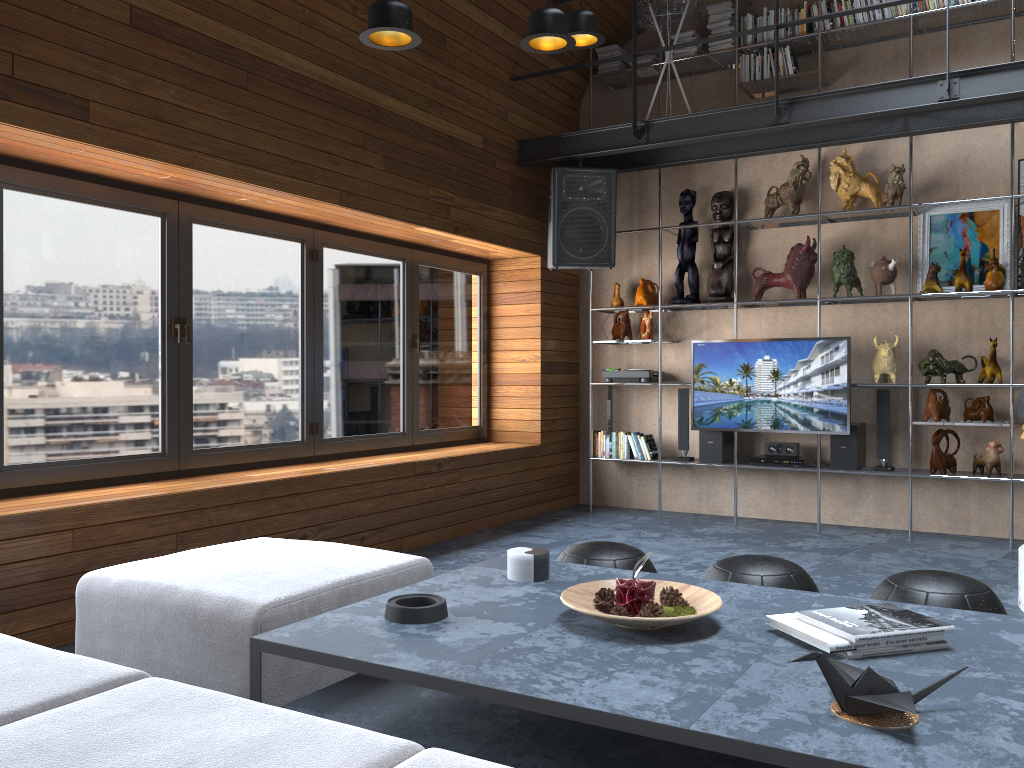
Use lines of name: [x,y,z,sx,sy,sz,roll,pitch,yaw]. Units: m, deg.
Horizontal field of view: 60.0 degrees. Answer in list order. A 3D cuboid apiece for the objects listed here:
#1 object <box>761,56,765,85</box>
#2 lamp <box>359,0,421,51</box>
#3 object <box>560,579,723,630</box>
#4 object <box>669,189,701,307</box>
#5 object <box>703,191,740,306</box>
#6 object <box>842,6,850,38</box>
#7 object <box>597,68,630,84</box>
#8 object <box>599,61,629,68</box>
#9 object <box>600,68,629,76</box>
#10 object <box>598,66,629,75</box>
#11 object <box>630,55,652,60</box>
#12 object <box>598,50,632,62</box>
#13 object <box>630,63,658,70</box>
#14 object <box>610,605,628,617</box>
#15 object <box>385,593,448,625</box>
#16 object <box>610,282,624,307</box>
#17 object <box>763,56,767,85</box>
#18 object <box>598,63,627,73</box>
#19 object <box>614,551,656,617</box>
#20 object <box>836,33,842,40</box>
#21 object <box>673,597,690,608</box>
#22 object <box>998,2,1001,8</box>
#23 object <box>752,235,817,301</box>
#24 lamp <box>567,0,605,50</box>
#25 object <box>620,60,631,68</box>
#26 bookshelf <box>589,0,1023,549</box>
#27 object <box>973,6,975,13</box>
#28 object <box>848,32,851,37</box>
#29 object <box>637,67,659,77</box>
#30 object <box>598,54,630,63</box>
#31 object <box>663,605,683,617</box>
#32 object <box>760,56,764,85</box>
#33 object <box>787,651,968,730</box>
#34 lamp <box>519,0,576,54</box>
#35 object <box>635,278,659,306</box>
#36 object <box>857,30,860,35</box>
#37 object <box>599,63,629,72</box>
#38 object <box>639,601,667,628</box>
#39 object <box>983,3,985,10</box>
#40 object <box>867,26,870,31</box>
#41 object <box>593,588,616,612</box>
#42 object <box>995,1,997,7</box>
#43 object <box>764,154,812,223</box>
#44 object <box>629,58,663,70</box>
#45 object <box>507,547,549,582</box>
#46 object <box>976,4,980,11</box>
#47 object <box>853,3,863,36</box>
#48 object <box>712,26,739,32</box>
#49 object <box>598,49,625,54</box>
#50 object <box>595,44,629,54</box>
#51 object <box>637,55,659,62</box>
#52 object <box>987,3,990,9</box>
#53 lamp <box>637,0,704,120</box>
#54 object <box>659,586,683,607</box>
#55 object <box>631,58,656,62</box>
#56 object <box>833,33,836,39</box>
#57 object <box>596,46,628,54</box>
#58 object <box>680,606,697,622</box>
object: [1.769,-2.199,6.223,0.011,0.175,0.111,0,0,31]
lamp: [-0.415,-2.178,3.024,0.210,2.003,0.210,0,0,-22]
object: [0.318,0.556,2.192,0.395,0.061,0.395,0,0,23]
object: [1.287,-1.019,6.588,0.244,0.879,0.244,0,0,-31]
object: [1.528,-0.996,6.470,0.237,0.840,0.305,0,0,33]
object: [2.261,-2.447,5.994,0.042,0.180,0.131,0,0,30]
object: [0.789,-2.376,6.847,0.176,0.025,0.234,0,0,31]
object: [0.795,-2.447,6.854,0.167,0.017,0.224,0,0,31]
object: [0.796,-2.394,6.859,0.161,0.013,0.216,0,0,31]
object: [0.788,-2.407,6.863,0.161,0.013,0.218,0,0,31]
object: [1.005,-2.448,6.710,0.161,0.013,0.203,0,0,31]
object: [0.798,-2.502,6.833,0.180,0.028,0.252,0,0,31]
object: [1.016,-2.381,6.730,0.159,0.012,0.226,0,0,31]
object: [0.253,0.545,2.103,0.044,0.042,0.042,0,0,30]
object: [-0.242,0.567,2.242,0.160,0.040,0.160,0,0,8]
object: [0.819,-0.684,6.841,0.107,0.209,0.233,0,0,18]
object: [1.782,-2.200,6.226,0.009,0.177,0.112,0,0,31]
object: [0.787,-2.420,6.846,0.159,0.012,0.243,0,0,31]
object: [0.300,0.496,2.180,0.105,0.172,0.118,0,0,-7]
object: [2.201,-2.474,6.033,0.061,0.235,0.140,0,0,30]
object: [0.419,0.549,2.194,0.043,0.042,0.042,0,0,34]
object: [3.007,-2.475,5.510,0.061,0.235,0.140,0,0,30]
object: [1.899,-0.792,6.162,0.462,0.440,0.219,0,0,31]
lamp: [0.305,-2.296,3.906,0.210,1.565,0.210,0,0,-22]
object: [0.801,-2.464,6.836,0.182,0.016,0.246,0,0,31]
bookshelf: [5.309,-2.106,4.229,10.738,6.219,0.421,0,0,31]
object: [2.894,-2.466,5.588,0.053,0.214,0.153,0,0,31]
object: [2.261,-2.448,5.994,0.041,0.177,0.127,0,0,30]
object: [1.011,-2.368,6.714,0.161,0.012,0.201,0,0,31]
object: [0.800,-2.479,6.836,0.182,0.016,0.246,0,0,31]
object: [0.383,0.559,2.156,0.073,0.034,0.081,0,0,19]
object: [1.762,-2.199,6.231,0.009,0.178,0.112,0,0,31]
object: [0.657,0.532,1.590,0.240,0.117,0.250,0,0,39]
lamp: [0.134,-2.226,3.309,0.210,1.911,0.210,0,0,-22]
object: [1.036,-0.684,6.716,0.138,0.222,0.278,0,0,41]
object: [2.312,-2.447,5.963,0.041,0.177,0.127,0,0,30]
object: [0.790,-2.432,6.862,0.161,0.012,0.216,0,0,31]
object: [0.330,0.544,2.087,0.064,0.062,0.061,0,0,-28]
object: [2.931,-2.466,5.556,0.050,0.212,0.130,0,0,30]
object: [2.345,-2.456,5.889,0.044,0.196,0.124,0,0,31]
object: [0.237,0.542,2.226,0.060,0.062,0.062,0,0,-9]
object: [2.992,-2.458,5.517,0.047,0.187,0.135,0,0,31]
object: [1.935,-1.366,6.226,0.328,0.442,0.207,0,0,24]
object: [1.023,-2.401,6.722,0.176,0.025,0.262,0,0,31]
object: [0.049,0.543,2.671,0.126,0.081,0.126,0,0,3]
object: [2.907,-2.458,5.571,0.053,0.202,0.120,0,0,31]
object: [2.328,-2.457,5.965,0.047,0.201,0.137,0,0,30]
object: [1.557,-2.532,6.411,0.161,0.013,0.217,0,0,31]
object: [0.790,-2.526,6.851,0.174,0.021,0.233,0,0,31]
object: [0.776,-2.560,6.850,0.182,0.016,0.246,0,0,31]
object: [1.038,-2.433,6.718,0.182,0.016,0.228,0,0,31]
object: [2.959,-2.452,5.547,0.046,0.185,0.119,0,0,31]
lamp: [1.077,-2.247,6.083,0.475,1.002,0.475,0,0,-36]
object: [0.406,0.543,2.251,0.063,0.061,0.061,0,0,30]
object: [1.016,-2.419,6.711,0.161,0.013,0.201,0,0,31]
object: [2.166,-2.460,6.006,0.051,0.202,0.145,0,0,31]
object: [0.786,-2.545,6.844,0.182,0.016,0.246,0,0,31]
object: [0.421,0.545,2.104,0.039,0.039,0.048,0,0,27]
